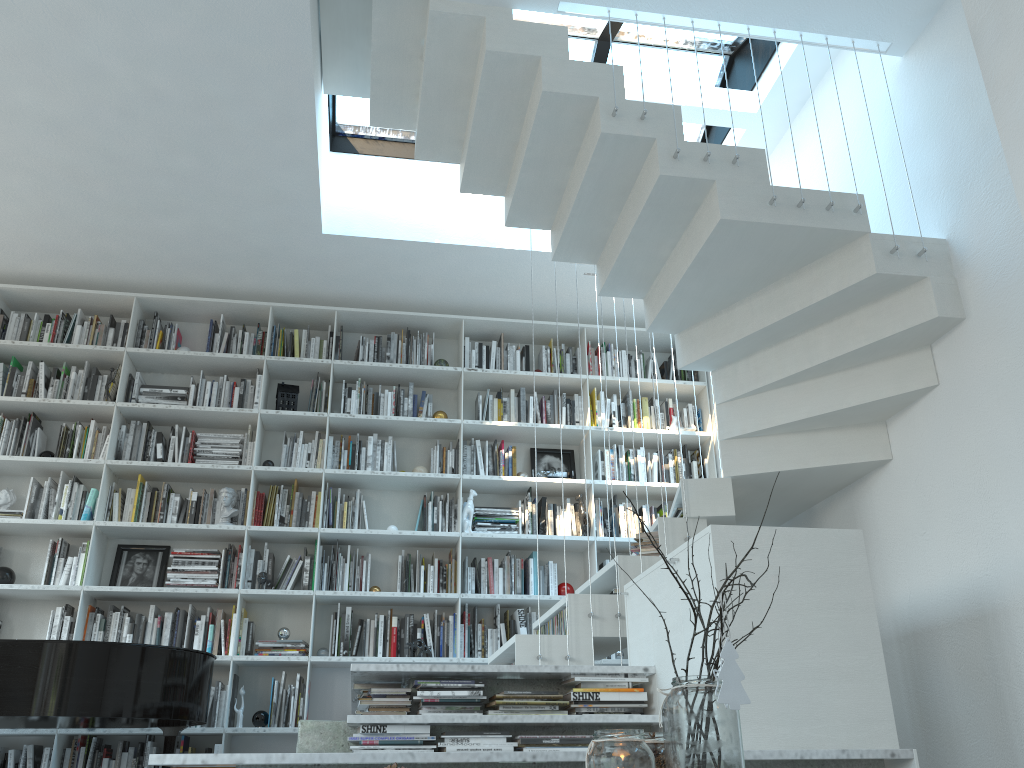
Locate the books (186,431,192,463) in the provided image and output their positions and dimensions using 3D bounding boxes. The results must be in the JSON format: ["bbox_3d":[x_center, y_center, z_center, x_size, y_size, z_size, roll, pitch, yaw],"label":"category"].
[{"bbox_3d":[-1.989,0.439,5.497,0.015,0.244,0.184,3,-24,-9],"label":"books"}]

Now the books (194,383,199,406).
[{"bbox_3d":[-2.000,0.124,5.661,0.024,0.222,0.129,3,-24,-9],"label":"books"}]

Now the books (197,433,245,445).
[{"bbox_3d":[-1.823,0.354,5.567,0.285,0.012,0.160,5,-25,-13],"label":"books"}]

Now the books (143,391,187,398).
[{"bbox_3d":[-2.192,0.096,5.616,0.254,0.025,0.161,5,-24,-12],"label":"books"}]

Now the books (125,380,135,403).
[{"bbox_3d":[-2.386,0.099,5.567,0.027,0.200,0.168,3,-24,-9],"label":"books"}]

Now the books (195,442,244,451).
[{"bbox_3d":[-1.824,0.404,5.556,0.285,0.012,0.160,4,-24,-10],"label":"books"}]

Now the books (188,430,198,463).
[{"bbox_3d":[-1.973,0.434,5.489,0.013,0.245,0.177,3,-24,-9],"label":"books"}]

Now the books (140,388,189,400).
[{"bbox_3d":[-2.193,0.075,5.629,0.285,0.024,0.160,2,-24,-7],"label":"books"}]

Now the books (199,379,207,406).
[{"bbox_3d":[-1.963,0.109,5.646,0.021,0.236,0.172,3,-24,-9],"label":"books"}]

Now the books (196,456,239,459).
[{"bbox_3d":[-1.822,0.481,5.520,0.254,0.012,0.161,2,-24,-7],"label":"books"}]

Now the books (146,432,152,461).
[{"bbox_3d":[-2.225,0.434,5.465,0.014,0.232,0.147,3,-24,-9],"label":"books"}]

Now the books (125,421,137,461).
[{"bbox_3d":[-2.332,0.396,5.456,0.026,0.295,0.180,3,-24,-9],"label":"books"}]

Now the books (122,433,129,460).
[{"bbox_3d":[-2.361,0.433,5.454,0.027,0.227,0.148,3,-24,-9],"label":"books"}]

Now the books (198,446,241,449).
[{"bbox_3d":[-1.823,0.425,5.542,0.254,0.012,0.161,5,-24,-12],"label":"books"}]

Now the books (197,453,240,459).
[{"bbox_3d":[-1.823,0.470,5.525,0.254,0.012,0.161,4,-24,-11],"label":"books"}]

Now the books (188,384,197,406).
[{"bbox_3d":[-2.020,0.127,5.624,0.025,0.186,0.194,3,-24,-9],"label":"books"}]

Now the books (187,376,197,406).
[{"bbox_3d":[-2.039,0.098,5.638,0.012,0.253,0.161,3,-24,-9],"label":"books"}]

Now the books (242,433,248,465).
[{"bbox_3d":[-1.666,0.452,5.545,0.012,0.253,0.161,3,-24,-9],"label":"books"}]

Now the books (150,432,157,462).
[{"bbox_3d":[-2.199,0.431,5.468,0.011,0.238,0.148,3,-24,-9],"label":"books"}]

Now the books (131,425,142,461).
[{"bbox_3d":[-2.292,0.410,5.449,0.025,0.264,0.186,3,-24,-9],"label":"books"}]

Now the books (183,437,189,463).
[{"bbox_3d":[-2.010,0.454,5.497,0.024,0.215,0.133,3,-24,-9],"label":"books"}]

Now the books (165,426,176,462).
[{"bbox_3d":[-2.118,0.418,5.496,0.022,0.284,0.131,3,-24,-9],"label":"books"}]

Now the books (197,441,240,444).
[{"bbox_3d":[-1.823,0.390,5.553,0.254,0.012,0.161,1,-24,-4],"label":"books"}]

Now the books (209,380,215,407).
[{"bbox_3d":[-1.911,0.113,5.665,0.012,0.243,0.132,3,-24,-9],"label":"books"}]

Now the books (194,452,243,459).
[{"bbox_3d":[-1.823,0.460,5.532,0.285,0.012,0.160,3,-24,-8],"label":"books"}]

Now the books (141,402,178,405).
[{"bbox_3d":[-2.193,0.157,5.591,0.254,0.012,0.161,5,-24,-12],"label":"books"}]

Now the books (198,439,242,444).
[{"bbox_3d":[-1.824,0.380,5.564,0.254,0.012,0.161,2,-24,-7],"label":"books"}]

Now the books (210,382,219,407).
[{"bbox_3d":[-1.890,0.122,5.655,0.028,0.218,0.184,3,-24,-9],"label":"books"}]

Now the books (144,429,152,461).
[{"bbox_3d":[-2.237,0.424,5.467,0.011,0.250,0.153,3,-24,-9],"label":"books"}]

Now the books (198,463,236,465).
[{"bbox_3d":[-1.822,0.526,5.503,0.285,0.012,0.160,3,-24,-8],"label":"books"}]

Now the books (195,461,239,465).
[{"bbox_3d":[-1.823,0.516,5.510,0.254,0.012,0.161,3,-24,-9],"label":"books"}]

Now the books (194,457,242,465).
[{"bbox_3d":[-1.822,0.491,5.513,0.285,0.012,0.160,5,-24,-12],"label":"books"}]

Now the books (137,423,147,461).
[{"bbox_3d":[-2.269,0.405,5.475,0.029,0.294,0.152,3,-24,-9],"label":"books"}]

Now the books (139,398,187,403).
[{"bbox_3d":[-2.194,0.136,5.603,0.285,0.012,0.160,4,-24,-11],"label":"books"}]

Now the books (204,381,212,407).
[{"bbox_3d":[-1.928,0.120,5.645,0.027,0.215,0.191,3,-24,-9],"label":"books"}]

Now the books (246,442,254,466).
[{"bbox_3d":[-1.635,0.484,5.551,0.029,0.197,0.172,3,-24,-9],"label":"books"}]

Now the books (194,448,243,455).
[{"bbox_3d":[-1.823,0.436,5.537,0.285,0.012,0.160,2,-24,-6],"label":"books"}]

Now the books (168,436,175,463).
[{"bbox_3d":[-2.093,0.448,5.480,0.024,0.215,0.148,3,-24,-9],"label":"books"}]

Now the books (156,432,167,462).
[{"bbox_3d":[-2.159,0.432,5.468,0.066,0.235,0.154,3,-24,-9],"label":"books"}]

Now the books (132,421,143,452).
[{"bbox_3d":[-2.316,0.398,5.479,0.014,0.311,0.134,3,-24,-9],"label":"books"}]

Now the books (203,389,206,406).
[{"bbox_3d":[-1.949,0.130,5.653,0.011,0.203,0.134,3,-24,-9],"label":"books"}]

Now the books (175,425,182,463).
[{"bbox_3d":[-2.067,0.416,5.501,0.049,0.290,0.163,3,-24,-9],"label":"books"}]

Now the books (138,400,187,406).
[{"bbox_3d":[-2.193,0.146,5.596,0.285,0.012,0.160,5,-24,-12],"label":"books"}]

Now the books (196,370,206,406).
[{"bbox_3d":[-1.977,0.081,5.639,0.011,0.283,0.191,3,-24,-9],"label":"books"}]

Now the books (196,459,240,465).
[{"bbox_3d":[-1.822,0.504,5.513,0.254,0.012,0.161,4,-24,-10],"label":"books"}]

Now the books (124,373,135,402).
[{"bbox_3d":[-2.409,0.082,5.592,0.012,0.253,0.161,3,-24,-9],"label":"books"}]

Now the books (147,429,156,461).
[{"bbox_3d":[-2.211,0.425,5.467,0.014,0.249,0.173,3,-24,-9],"label":"books"}]

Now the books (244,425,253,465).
[{"bbox_3d":[-1.657,0.429,5.574,0.012,0.317,0.140,3,-24,-9],"label":"books"}]

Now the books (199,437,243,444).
[{"bbox_3d":[-1.825,0.370,5.573,0.254,0.012,0.161,3,-24,-9],"label":"books"}]

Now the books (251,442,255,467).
[{"bbox_3d":[-1.607,0.485,5.562,0.030,0.204,0.159,3,-24,-9],"label":"books"}]

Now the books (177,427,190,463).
[{"bbox_3d":[-2.030,0.423,5.489,0.021,0.268,0.192,3,-24,-9],"label":"books"}]

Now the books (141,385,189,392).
[{"bbox_3d":[-2.194,0.055,5.643,0.285,0.024,0.160,3,-24,-9],"label":"books"}]

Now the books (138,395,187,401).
[{"bbox_3d":[-2.191,0.117,5.603,0.285,0.024,0.160,1,-24,-4],"label":"books"}]

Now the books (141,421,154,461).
[{"bbox_3d":[-2.248,0.401,5.472,0.011,0.299,0.180,3,-24,-9],"label":"books"}]

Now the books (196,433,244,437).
[{"bbox_3d":[-1.824,0.346,5.578,0.285,0.012,0.160,2,-24,-7],"label":"books"}]

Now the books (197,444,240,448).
[{"bbox_3d":[-1.823,0.414,5.549,0.254,0.012,0.161,2,-24,-7],"label":"books"}]

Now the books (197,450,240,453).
[{"bbox_3d":[-1.823,0.449,5.536,0.254,0.012,0.161,3,-24,-8],"label":"books"}]
